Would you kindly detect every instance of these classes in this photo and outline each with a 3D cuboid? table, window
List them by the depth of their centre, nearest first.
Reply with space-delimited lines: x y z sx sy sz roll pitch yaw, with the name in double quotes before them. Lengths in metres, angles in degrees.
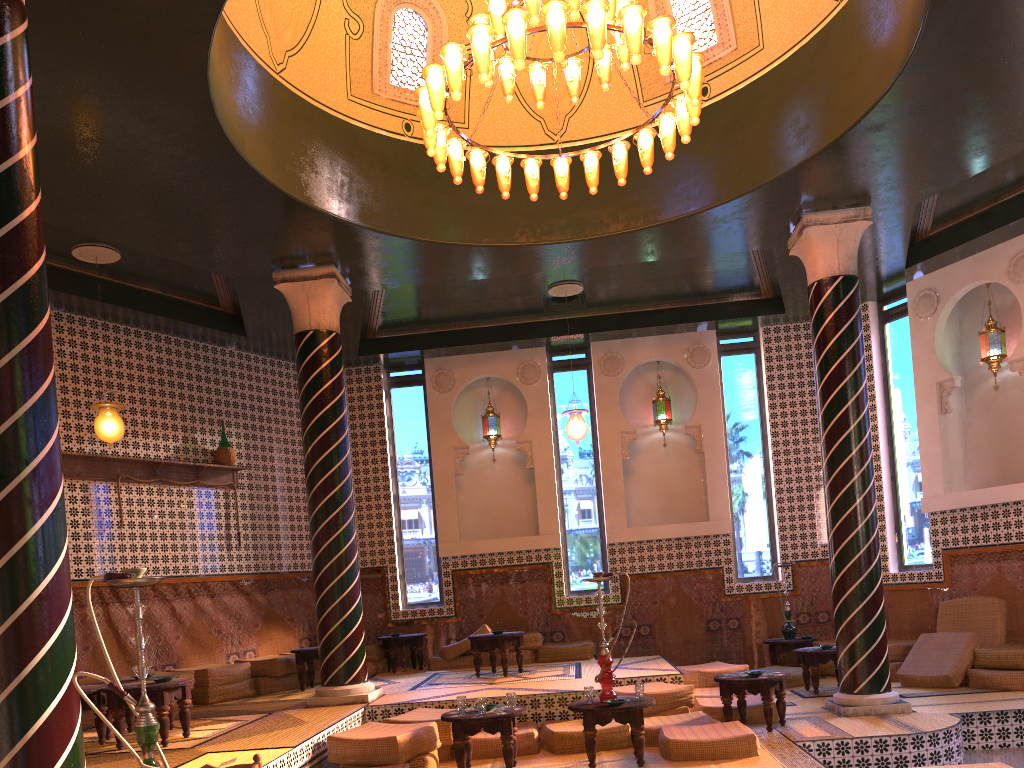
"window" 0.347 -4.424 7.554 5.858 1.153 5.532 -15 -16 39
"table" 0.973 3.347 8.284 0.836 0.585 0.860 1 -11 -31
"table" -0.248 3.452 8.320 0.837 0.585 0.860 -4 -9 -6
"table" -4.330 3.264 8.370 0.855 0.585 0.841 -13 -12 42
"table" -3.500 3.202 8.384 0.855 0.585 0.841 -13 -12 42
"table" -3.945 3.410 9.114 0.855 0.585 0.841 -13 -12 42
"table" 2.685 3.525 9.575 0.854 0.585 0.842 -12 -12 39
"table" 4.340 3.943 11.897 0.836 0.585 0.860 1 -11 -31
"table" -0.200 3.906 12.454 0.843 0.585 0.853 -7 -9 15
"table" -2.782 4.146 12.597 0.841 0.585 0.855 -6 -9 9
"window" 6.118 0.881 13.259 0.090 3.990 0.781 -4 -1 -27
"table" 4.475 4.386 13.834 0.842 0.585 0.854 -7 -9 13
"table" -1.810 4.493 14.393 0.846 0.585 0.850 -8 -10 22
"window" 3.992 1.392 14.712 0.775 3.990 0.091 -5 0 4
"window" 1.151 1.667 14.925 0.775 3.990 0.091 -5 0 4
"window" -1.691 1.942 15.138 0.775 3.990 0.091 -5 0 4

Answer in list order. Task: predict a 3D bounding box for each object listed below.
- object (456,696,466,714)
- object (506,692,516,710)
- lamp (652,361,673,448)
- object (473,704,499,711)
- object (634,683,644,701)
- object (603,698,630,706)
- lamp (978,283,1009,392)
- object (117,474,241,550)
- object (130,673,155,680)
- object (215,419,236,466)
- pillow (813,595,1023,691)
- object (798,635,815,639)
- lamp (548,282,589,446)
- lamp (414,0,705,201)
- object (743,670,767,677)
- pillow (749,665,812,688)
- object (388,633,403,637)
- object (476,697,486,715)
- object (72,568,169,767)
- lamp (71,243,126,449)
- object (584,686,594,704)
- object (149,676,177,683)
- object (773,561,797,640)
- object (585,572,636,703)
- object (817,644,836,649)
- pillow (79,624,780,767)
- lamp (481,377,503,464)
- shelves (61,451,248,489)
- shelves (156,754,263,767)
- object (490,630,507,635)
"object" -0.483 3.099 8.343 0.091 0.162 0.093 -2 -4 -39
"object" -0.006 3.053 8.308 0.091 0.162 0.093 -3 -4 -19
"lamp" 2.577 0.331 14.870 0.364 1.561 0.322 -5 -1 37
"object" -0.252 3.154 8.405 0.251 0.045 0.256 7 -17 -40
"object" 1.220 2.942 8.246 0.091 0.162 0.093 -3 -4 -19
"object" 0.974 2.975 8.056 0.251 0.045 0.256 7 -17 -40
"lamp" 6.674 -0.671 12.002 0.358 1.561 0.327 -4 -1 -23
"object" -4.743 1.877 12.431 0.061 1.038 1.997 -5 -9 33
"object" -3.860 3.066 9.032 0.250 0.045 0.258 -2 -13 -11
"object" -4.334 0.890 13.008 0.298 0.720 0.305 -2 -3 -45
"pillow" 6.186 3.474 11.600 1.400 1.181 5.911 -1 -13 -26
"object" 4.663 4.010 13.656 0.252 0.045 0.255 -9 -14 18
"lamp" 0.872 -0.251 12.605 0.518 2.313 0.522 -4 -1 -8
"lamp" 0.249 -4.387 7.432 2.480 4.594 2.488 -5 -3 11
"object" 2.673 3.184 9.483 0.250 0.045 0.258 -2 -13 -11
"pillow" 3.973 4.443 13.039 0.972 0.276 0.975 1 -14 -25
"object" -1.927 4.149 14.260 0.252 0.045 0.255 -9 -14 18
"object" -0.284 3.033 8.129 0.091 0.162 0.093 -3 -4 -19
"object" -1.932 1.564 4.360 0.465 1.251 0.298 -5 -1 12
"lamp" -4.778 -0.395 10.107 0.518 2.313 0.522 -4 -1 -8
"object" 0.743 2.988 8.282 0.092 0.162 0.093 -5 -3 6
"object" -3.385 2.874 8.377 0.252 0.045 0.255 -9 -14 18
"object" 4.364 3.465 13.810 0.304 1.251 0.460 -5 -2 40
"object" 0.954 2.421 8.272 0.466 1.250 0.300 -5 -1 20
"object" 4.315 3.608 11.840 0.252 0.045 0.255 -9 -14 18
"pillow" -1.887 3.720 10.061 10.047 1.256 10.166 -5 -13 4
"lamp" -0.370 0.611 15.070 0.328 1.561 0.358 -5 -1 37
"shelves" -5.393 1.094 11.415 0.259 0.339 4.522 -8 -13 33
"shelves" -1.794 2.722 4.559 0.747 1.282 1.206 -5 -6 5
"object" -0.201 3.585 12.450 0.252 0.045 0.255 -9 -14 18
